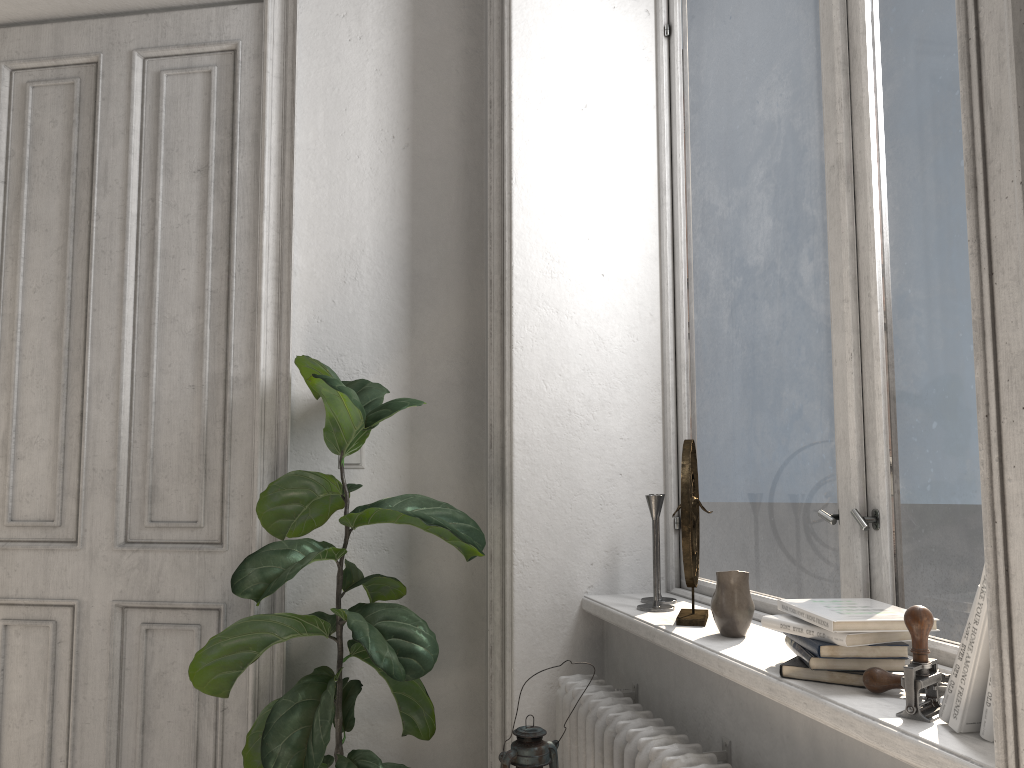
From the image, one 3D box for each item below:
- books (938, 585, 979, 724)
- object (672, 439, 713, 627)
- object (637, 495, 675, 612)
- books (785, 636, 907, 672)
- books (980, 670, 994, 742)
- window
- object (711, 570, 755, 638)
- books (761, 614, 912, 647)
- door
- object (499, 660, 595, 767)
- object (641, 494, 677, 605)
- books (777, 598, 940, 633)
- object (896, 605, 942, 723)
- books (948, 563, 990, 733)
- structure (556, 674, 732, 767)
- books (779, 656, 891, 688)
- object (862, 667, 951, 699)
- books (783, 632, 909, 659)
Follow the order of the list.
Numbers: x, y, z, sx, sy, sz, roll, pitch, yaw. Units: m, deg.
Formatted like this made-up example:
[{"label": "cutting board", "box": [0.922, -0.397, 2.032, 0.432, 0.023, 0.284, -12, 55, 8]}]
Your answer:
[{"label": "books", "box": [0.672, 0.364, 1.200, 0.155, 0.194, 0.105, 1, -6, -14]}, {"label": "object", "box": [0.429, 0.343, 2.096, 0.087, 0.424, 0.348, -2, -6, 19]}, {"label": "object", "box": [0.366, 0.430, 2.269, 0.095, 0.288, 0.095, -1, -6, 9]}, {"label": "books", "box": [0.572, 0.464, 1.536, 0.155, 0.022, 0.205, -1, -6, 7]}, {"label": "books", "box": [0.684, 0.354, 1.138, 0.155, 0.203, 0.072, 1, -6, -13]}, {"label": "window", "box": [0.704, -0.943, 1.866, 0.013, 2.840, 1.624, 1, -6, -13]}, {"label": "object", "box": [0.471, 0.464, 1.896, 0.102, 0.142, 0.100, 4, -7, -39]}, {"label": "books", "box": [0.560, 0.421, 1.533, 0.155, 0.020, 0.205, 2, -6, -23]}, {"label": "door", "box": [-1.282, 0.168, 2.811, 1.097, 2.812, 0.216, -1, -6, 11]}, {"label": "object", "box": [0.043, 0.652, 1.508, 0.154, 0.383, 0.163, 4, -7, -40]}, {"label": "object", "box": [0.394, 0.443, 2.396, 0.095, 0.288, 0.095, -2, -6, 18]}, {"label": "books", "box": [0.584, 0.394, 1.521, 0.174, 0.019, 0.244, 0, -6, -3]}, {"label": "object", "box": [0.584, 0.394, 1.268, 0.088, 0.153, 0.048, 5, -8, -43]}, {"label": "books", "box": [0.677, 0.340, 1.163, 0.174, 0.234, 0.100, 1, -6, -13]}, {"label": "structure", "box": [0.722, -0.956, 0.025, 0.340, 4.470, 5.186, 1, -6, -13]}, {"label": "books", "box": [0.574, 0.488, 1.541, 0.147, 0.023, 0.221, -4, -7, 35]}, {"label": "object", "box": [0.619, 0.455, 1.359, 0.153, 0.048, 0.088, -3, -6, 26]}, {"label": "books", "box": [0.571, 0.442, 1.536, 0.147, 0.023, 0.221, 0, -6, 2]}]
